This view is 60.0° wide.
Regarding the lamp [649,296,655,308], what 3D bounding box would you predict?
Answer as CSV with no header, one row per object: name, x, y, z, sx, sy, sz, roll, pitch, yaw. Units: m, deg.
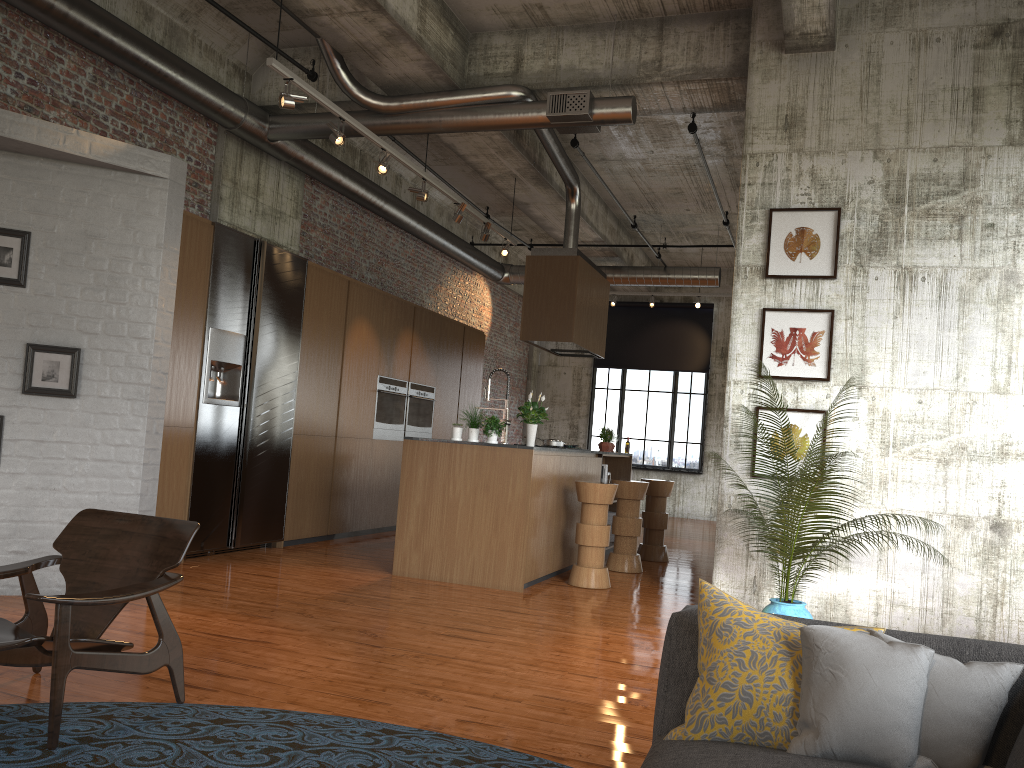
lamp,2.673,-1.562,16.909,0.102,0.240,0.183,4,-3,9

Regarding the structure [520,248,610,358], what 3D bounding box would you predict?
structure,0.711,-0.992,11.277,0.663,1.124,1.632,4,-3,19

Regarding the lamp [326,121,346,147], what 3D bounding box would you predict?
lamp,-1.443,-2.060,7.312,0.198,0.228,0.102,3,-3,29

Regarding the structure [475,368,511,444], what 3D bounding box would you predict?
structure,-0.190,0.208,8.749,0.360,0.748,0.168,4,-2,19

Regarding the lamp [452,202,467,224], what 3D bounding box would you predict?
lamp,-0.579,-1.843,9.623,0.165,0.251,0.102,2,-3,44

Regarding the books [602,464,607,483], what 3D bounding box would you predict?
books,0.988,1.180,10.660,0.284,0.443,0.059,4,-2,19

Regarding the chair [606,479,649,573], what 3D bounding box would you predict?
chair,1.245,1.531,9.594,0.409,0.961,0.411,5,-2,-2

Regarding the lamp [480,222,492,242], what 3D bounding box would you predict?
lamp,-0.313,-1.770,10.404,0.102,0.251,0.165,6,-3,-26

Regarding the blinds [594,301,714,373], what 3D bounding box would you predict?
blinds,2.993,-1.012,18.816,2.441,1.462,0.151,3,-2,19

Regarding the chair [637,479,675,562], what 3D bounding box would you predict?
chair,1.735,1.647,10.757,0.409,0.961,0.411,5,-2,-2

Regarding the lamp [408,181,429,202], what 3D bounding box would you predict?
lamp,-0.907,-1.918,8.834,0.260,0.211,0.102,4,-2,14

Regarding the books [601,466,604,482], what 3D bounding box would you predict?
books,0.929,1.173,10.502,0.284,0.428,0.050,4,-2,19

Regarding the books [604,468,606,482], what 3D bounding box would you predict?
books,0.964,1.197,10.616,0.284,0.400,0.036,4,-2,19

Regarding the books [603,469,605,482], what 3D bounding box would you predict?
books,0.952,1.194,10.541,0.284,0.395,0.036,4,-2,19

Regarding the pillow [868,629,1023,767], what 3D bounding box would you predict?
pillow,1.032,0.800,2.196,0.434,0.318,0.169,3,-3,19

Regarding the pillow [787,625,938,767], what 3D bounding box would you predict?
pillow,0.842,0.761,2.142,0.364,0.314,0.171,4,-2,9

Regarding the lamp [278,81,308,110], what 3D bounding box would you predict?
lamp,-1.644,-2.128,6.562,0.261,0.211,0.102,7,-3,-41

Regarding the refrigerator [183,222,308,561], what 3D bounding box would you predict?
refrigerator,-3.037,0.112,8.725,1.210,3.047,1.520,4,-2,19

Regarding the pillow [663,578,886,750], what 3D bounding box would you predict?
pillow,0.675,0.777,2.329,0.536,0.445,0.261,3,-3,26

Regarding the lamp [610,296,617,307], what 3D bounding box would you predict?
lamp,1.972,-1.598,17.158,0.102,0.228,0.199,3,-3,29

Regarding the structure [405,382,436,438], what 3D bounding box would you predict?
structure,-1.233,0.404,12.196,0.079,0.794,0.861,4,-3,19

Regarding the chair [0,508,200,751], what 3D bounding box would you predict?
chair,-1.956,0.981,3.799,0.874,0.792,1.045,3,-3,20

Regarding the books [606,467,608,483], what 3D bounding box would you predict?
books,1.006,1.201,10.737,0.293,0.414,0.101,4,-2,19

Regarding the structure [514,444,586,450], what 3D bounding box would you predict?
structure,0.515,0.796,11.223,0.677,0.019,1.099,3,-4,19

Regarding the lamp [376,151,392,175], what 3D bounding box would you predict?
lamp,-1.161,-1.992,8.031,0.102,0.240,0.183,4,-3,14

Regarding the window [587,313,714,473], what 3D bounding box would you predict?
window,-0.223,-0.678,21.400,14.309,8.556,2.673,3,-2,19

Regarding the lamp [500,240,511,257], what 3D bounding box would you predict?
lamp,-0.081,-1.696,11.164,0.102,0.215,0.226,4,-3,15

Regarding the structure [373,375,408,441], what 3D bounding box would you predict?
structure,-1.525,0.324,11.348,0.079,0.794,0.861,4,-3,19

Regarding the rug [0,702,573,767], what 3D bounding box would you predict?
rug,-1.136,1.294,1.554,4.852,0.009,4.848,6,-4,-24

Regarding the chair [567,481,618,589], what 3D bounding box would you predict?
chair,0.761,1.409,8.339,0.409,0.961,0.411,5,-2,-2

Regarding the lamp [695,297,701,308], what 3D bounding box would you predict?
lamp,3.491,-1.516,16.618,0.102,0.211,0.261,4,-3,14
